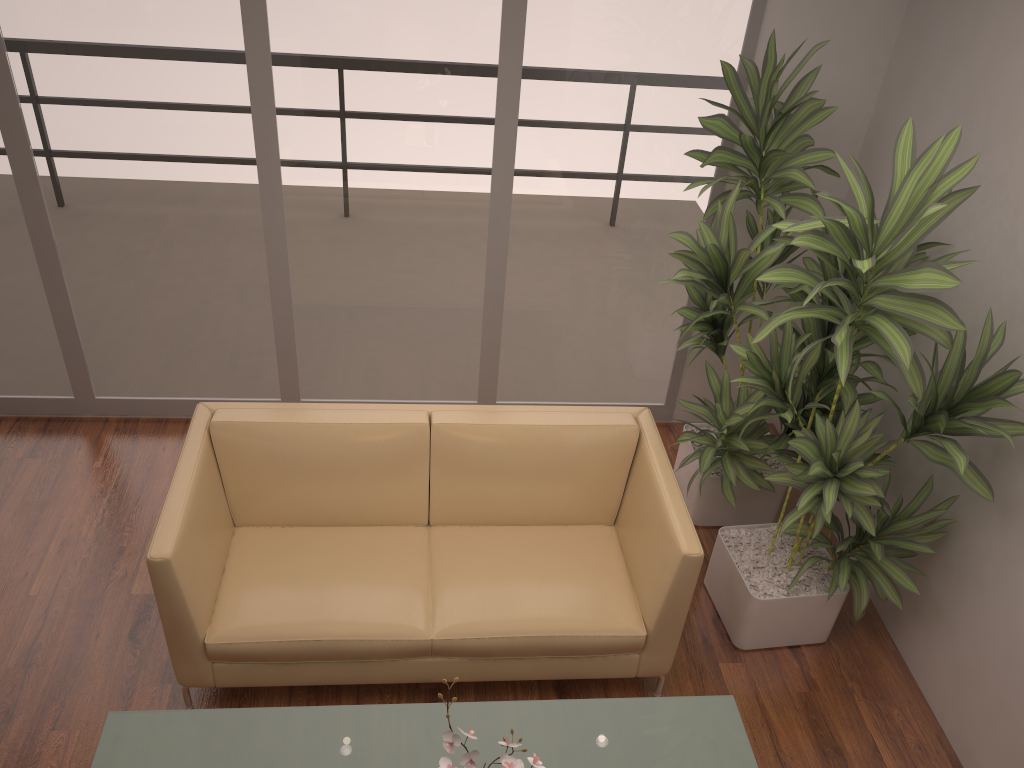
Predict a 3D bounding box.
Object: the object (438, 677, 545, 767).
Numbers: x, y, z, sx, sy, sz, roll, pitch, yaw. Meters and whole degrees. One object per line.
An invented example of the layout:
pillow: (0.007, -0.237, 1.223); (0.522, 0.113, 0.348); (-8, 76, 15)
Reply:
object: (-0.084, 0.977, 2.084); (0.297, 0.617, 0.354); (-3, 37, -11)

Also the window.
window: (-3.054, -1.235, 3.389); (8.553, 3.437, 0.059); (1, 36, -6)

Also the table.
table: (-0.215, 1.445, 2.453); (1.869, 0.587, 0.897); (1, 35, -7)

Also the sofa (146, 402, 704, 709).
sofa: (-0.311, 0.627, 3.364); (1.800, 0.878, 0.839); (1, 36, -7)

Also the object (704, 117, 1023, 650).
object: (1.216, 0.086, 3.187); (0.966, 2.204, 1.031); (8, 36, 4)

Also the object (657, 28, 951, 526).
object: (1.139, -0.285, 3.711); (1.078, 2.204, 0.924); (11, 36, 8)
